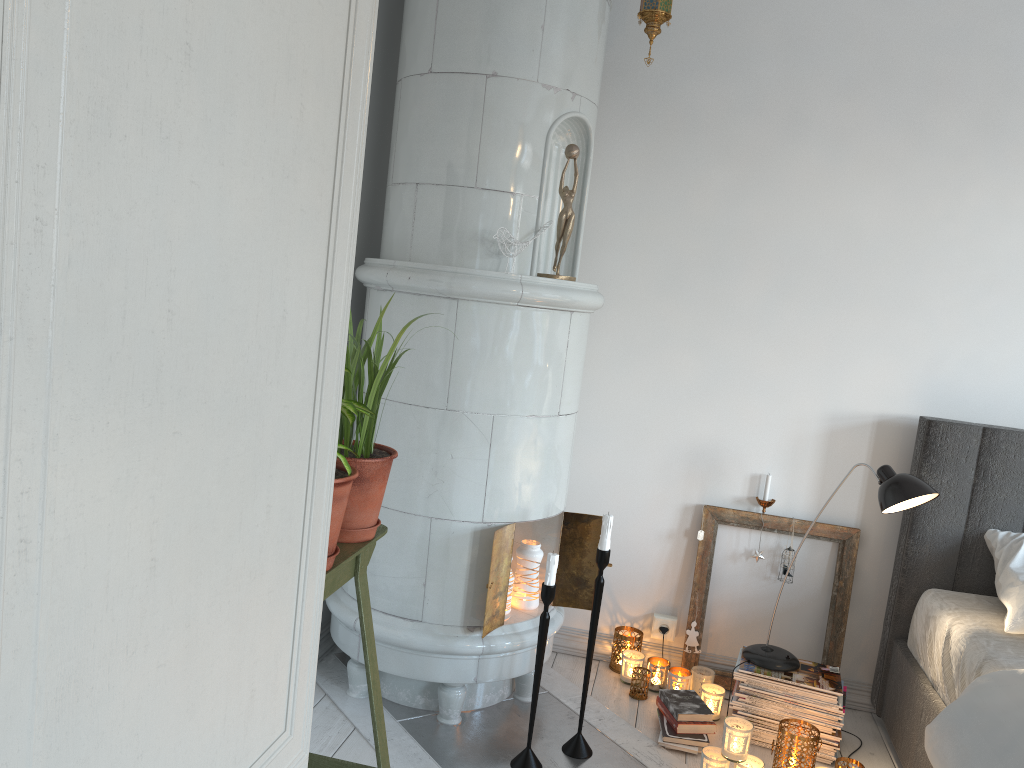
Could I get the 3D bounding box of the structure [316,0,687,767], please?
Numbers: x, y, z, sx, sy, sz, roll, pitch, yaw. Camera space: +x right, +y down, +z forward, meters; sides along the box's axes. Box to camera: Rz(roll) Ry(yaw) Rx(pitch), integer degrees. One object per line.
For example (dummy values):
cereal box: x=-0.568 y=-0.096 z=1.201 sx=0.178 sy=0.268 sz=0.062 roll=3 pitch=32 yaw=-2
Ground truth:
structure: x=0.038 y=-0.309 z=2.616 sx=0.800 sy=2.842 sz=1.244 roll=2 pitch=8 yaw=-34

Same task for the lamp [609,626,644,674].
lamp: x=0.412 y=0.957 z=3.188 sx=0.108 sy=0.141 sz=0.107 roll=5 pitch=7 yaw=-17

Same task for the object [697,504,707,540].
object: x=0.669 y=0.487 z=3.123 sx=0.024 sy=0.127 sz=0.023 roll=6 pitch=7 yaw=-6

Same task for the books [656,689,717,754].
books: x=0.538 y=1.043 z=2.747 sx=0.175 sy=0.096 sz=0.262 roll=7 pitch=6 yaw=6

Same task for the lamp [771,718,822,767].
lamp: x=0.794 y=1.054 z=2.488 sx=0.122 sy=0.189 sz=0.116 roll=2 pitch=9 yaw=-36

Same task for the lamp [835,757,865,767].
lamp: x=0.936 y=1.113 z=2.477 sx=0.080 sy=0.107 sz=0.080 roll=5 pitch=7 yaw=-17

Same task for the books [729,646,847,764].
books: x=0.874 y=1.006 z=2.806 sx=0.345 sy=0.233 sz=0.244 roll=9 pitch=7 yaw=19

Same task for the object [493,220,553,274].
object: x=0.026 y=-0.388 z=2.480 sx=0.196 sy=0.165 sz=0.059 roll=2 pitch=8 yaw=-34

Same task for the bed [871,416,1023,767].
bed: x=1.897 y=0.822 z=1.778 sx=1.887 sy=1.049 sz=2.173 roll=8 pitch=6 yaw=11

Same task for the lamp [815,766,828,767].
lamp: x=0.857 y=1.113 z=2.424 sx=0.080 sy=0.099 sz=0.080 roll=0 pitch=10 yaw=-45

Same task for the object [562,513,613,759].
object: x=0.230 y=0.713 z=2.532 sx=0.091 sy=0.720 sz=0.091 roll=9 pitch=8 yaw=20

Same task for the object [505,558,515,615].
object: x=-0.040 y=0.616 z=2.734 sx=0.092 sy=0.180 sz=0.092 roll=8 pitch=7 yaw=14

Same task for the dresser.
dresser: x=-0.616 y=0.109 z=0.283 sx=0.630 sy=2.167 sz=1.430 roll=8 pitch=7 yaw=11

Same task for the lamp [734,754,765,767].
lamp: x=0.648 y=1.086 z=2.447 sx=0.080 sy=0.099 sz=0.080 roll=0 pitch=10 yaw=-45

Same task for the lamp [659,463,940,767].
lamp: x=0.820 y=0.648 z=2.773 sx=0.824 sy=0.938 sz=0.450 roll=10 pitch=8 yaw=28

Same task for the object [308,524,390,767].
object: x=-0.433 y=0.704 z=1.635 sx=0.431 sy=0.776 sz=0.670 roll=8 pitch=7 yaw=11

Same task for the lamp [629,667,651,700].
lamp: x=0.427 y=1.007 z=2.979 sx=0.063 sy=0.092 sz=0.073 roll=13 pitch=9 yaw=43

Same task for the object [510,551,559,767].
object: x=0.076 y=0.755 z=2.423 sx=0.091 sy=0.623 sz=0.091 roll=5 pitch=7 yaw=-11

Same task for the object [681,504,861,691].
object: x=0.894 y=0.775 z=3.097 sx=0.528 sy=0.632 sz=0.082 roll=8 pitch=7 yaw=10

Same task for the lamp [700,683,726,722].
lamp: x=0.649 y=1.039 z=2.890 sx=0.081 sy=0.099 sz=0.080 roll=4 pitch=7 yaw=-18

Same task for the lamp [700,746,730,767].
lamp: x=0.562 y=1.074 z=2.468 sx=0.080 sy=0.099 sz=0.080 roll=0 pitch=10 yaw=-45

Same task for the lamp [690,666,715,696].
lamp: x=0.645 y=1.024 z=3.021 sx=0.081 sy=0.099 sz=0.080 roll=2 pitch=8 yaw=-33

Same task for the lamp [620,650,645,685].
lamp: x=0.418 y=0.990 z=3.092 sx=0.081 sy=0.099 sz=0.080 roll=4 pitch=7 yaw=-18

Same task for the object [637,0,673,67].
object: x=0.450 y=-1.232 z=2.716 sx=0.117 sy=0.507 sz=0.105 roll=5 pitch=7 yaw=-16

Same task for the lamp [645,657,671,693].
lamp: x=0.500 y=1.003 z=3.055 sx=0.081 sy=0.099 sz=0.080 roll=4 pitch=7 yaw=-18

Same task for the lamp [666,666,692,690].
lamp: x=0.561 y=1.017 z=2.993 sx=0.081 sy=0.099 sz=0.080 roll=4 pitch=7 yaw=-18

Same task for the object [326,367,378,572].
object: x=-0.341 y=0.142 z=1.563 sx=0.234 sy=0.370 sz=0.258 roll=10 pitch=7 yaw=22

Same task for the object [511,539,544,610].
object: x=0.048 y=0.603 z=2.807 sx=0.098 sy=0.210 sz=0.098 roll=8 pitch=7 yaw=9

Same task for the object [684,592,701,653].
object: x=0.651 y=0.841 z=3.132 sx=0.062 sy=0.221 sz=0.028 roll=7 pitch=7 yaw=5

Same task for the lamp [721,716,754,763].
lamp: x=0.619 y=0.983 z=2.447 sx=0.081 sy=0.099 sz=0.080 roll=2 pitch=8 yaw=-36

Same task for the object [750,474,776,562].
object: x=0.876 y=0.466 z=3.095 sx=0.067 sy=0.321 sz=0.067 roll=2 pitch=8 yaw=-30

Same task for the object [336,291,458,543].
object: x=-0.287 y=0.062 z=1.757 sx=0.333 sy=0.500 sz=0.299 roll=6 pitch=7 yaw=-6

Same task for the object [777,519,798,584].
object: x=0.966 y=0.574 z=3.072 sx=0.062 sy=0.228 sz=0.063 roll=12 pitch=9 yaw=34
